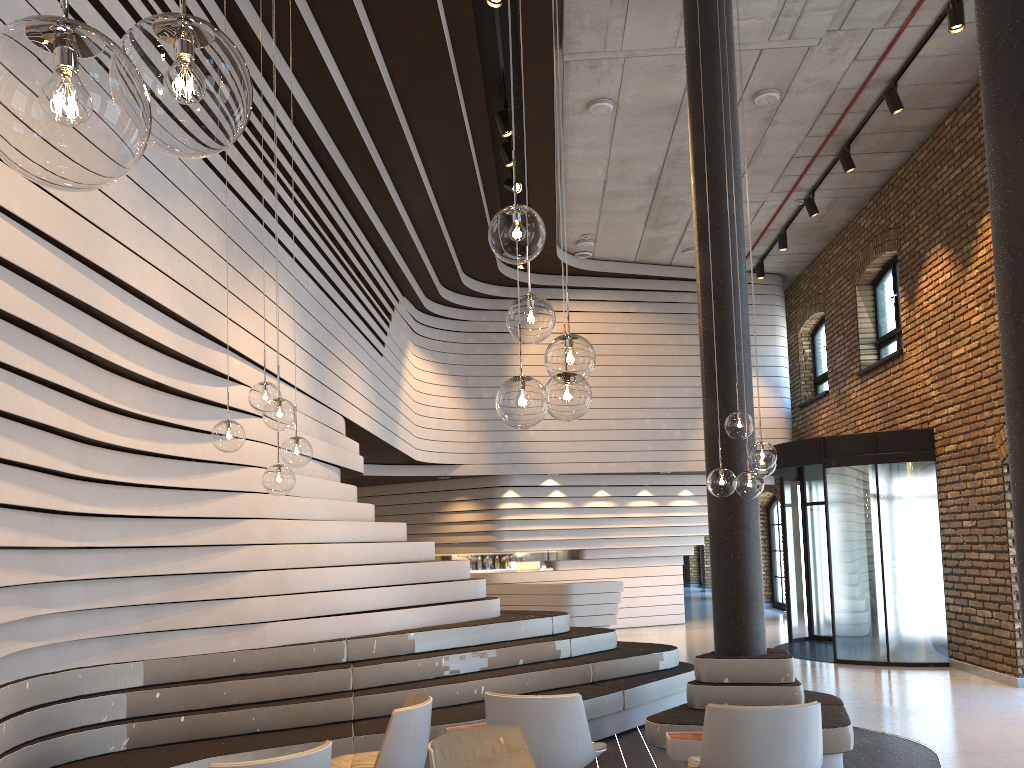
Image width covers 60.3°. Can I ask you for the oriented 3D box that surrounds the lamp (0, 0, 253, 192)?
[{"bbox_3d":[-0.478,-2.515,1.091,0.293,4.631,0.549,-2,-4,-2],"label":"lamp"}]

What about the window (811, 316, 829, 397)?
[{"bbox_3d":[5.378,-0.464,14.966,0.126,1.436,1.588,-2,-8,2],"label":"window"}]

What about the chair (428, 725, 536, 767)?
[{"bbox_3d":[0.021,1.839,3.588,0.719,0.759,0.656,-8,-10,42],"label":"chair"}]

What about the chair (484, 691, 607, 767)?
[{"bbox_3d":[0.182,2.091,4.987,0.660,0.759,0.715,-4,-8,19],"label":"chair"}]

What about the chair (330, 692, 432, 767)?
[{"bbox_3d":[-0.768,2.062,4.668,0.711,0.759,0.664,-2,-7,2],"label":"chair"}]

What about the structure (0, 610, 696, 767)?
[{"bbox_3d":[-1.007,1.322,1.027,5.770,0.918,18.450,-2,-10,-1],"label":"structure"}]

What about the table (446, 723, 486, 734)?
[{"bbox_3d":[0.061,2.446,5.826,0.902,0.367,0.420,3,-9,-24],"label":"table"}]

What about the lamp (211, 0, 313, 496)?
[{"bbox_3d":[-1.314,-1.758,4.677,0.529,4.670,0.337,1,-5,-35],"label":"lamp"}]

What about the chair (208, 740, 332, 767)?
[{"bbox_3d":[-1.101,1.896,3.701,0.655,0.759,0.720,5,-10,-43],"label":"chair"}]

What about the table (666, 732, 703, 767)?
[{"bbox_3d":[1.396,2.297,5.243,0.907,0.367,0.418,-3,-8,5],"label":"table"}]

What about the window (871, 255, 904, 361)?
[{"bbox_3d":[5.246,-1.005,11.989,0.126,1.436,1.588,-2,-8,2],"label":"window"}]

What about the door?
[{"bbox_3d":[5.123,2.212,11.868,3.211,2.824,3.283,-3,-8,9],"label":"door"}]

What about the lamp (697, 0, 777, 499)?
[{"bbox_3d":[0.130,-0.577,10.818,9.037,4.565,42.428,-2,-10,2],"label":"lamp"}]

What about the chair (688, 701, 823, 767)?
[{"bbox_3d":[1.247,1.965,4.484,0.657,0.759,0.718,-2,-7,3],"label":"chair"}]

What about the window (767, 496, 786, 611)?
[{"bbox_3d":[5.752,3.506,18.488,0.130,2.510,2.381,-2,-7,2],"label":"window"}]

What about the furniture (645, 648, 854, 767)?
[{"bbox_3d":[1.867,2.298,6.284,1.290,0.715,1.773,-9,-12,38],"label":"furniture"}]

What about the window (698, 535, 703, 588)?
[{"bbox_3d":[5.652,0.282,8.490,1.572,5.246,42.150,-2,-10,-1],"label":"window"}]

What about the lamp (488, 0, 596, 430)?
[{"bbox_3d":[0.030,-2.199,2.952,0.310,4.697,0.666,-3,-5,11],"label":"lamp"}]
